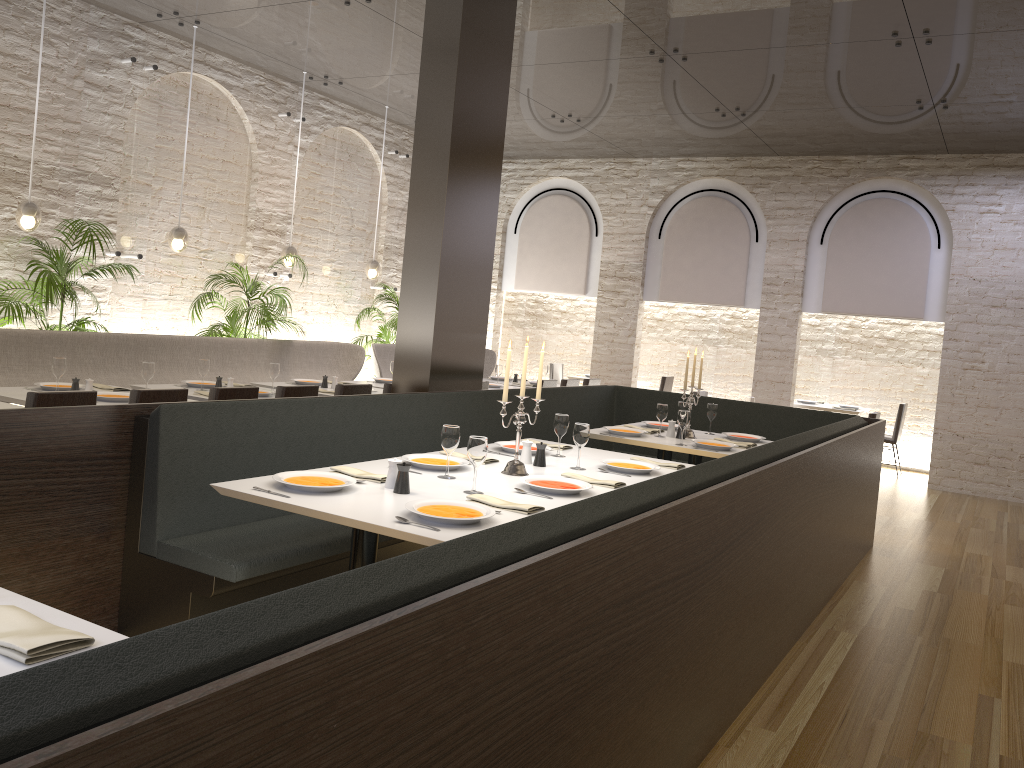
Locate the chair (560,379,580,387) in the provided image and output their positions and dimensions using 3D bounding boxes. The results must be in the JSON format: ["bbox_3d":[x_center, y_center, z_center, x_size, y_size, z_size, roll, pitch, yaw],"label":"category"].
[{"bbox_3d":[0.402,0.369,9.903,0.567,0.905,0.411,7,2,29],"label":"chair"}]

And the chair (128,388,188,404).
[{"bbox_3d":[-2.256,0.450,5.201,0.567,0.905,0.411,7,2,29],"label":"chair"}]

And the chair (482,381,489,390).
[{"bbox_3d":[-0.567,0.398,8.189,0.567,0.905,0.411,7,2,29],"label":"chair"}]

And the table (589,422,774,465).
[{"bbox_3d":[1.189,0.758,6.390,1.103,0.759,1.188,7,4,29],"label":"table"}]

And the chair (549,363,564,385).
[{"bbox_3d":[0.850,0.163,13.459,0.567,0.905,0.411,7,2,29],"label":"chair"}]

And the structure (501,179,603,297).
[{"bbox_3d":[0.622,-2.139,12.839,1.637,1.673,0.097,7,2,29],"label":"structure"}]

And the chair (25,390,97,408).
[{"bbox_3d":[-2.548,0.459,4.684,0.567,0.905,0.411,7,2,29],"label":"chair"}]

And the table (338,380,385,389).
[{"bbox_3d":[-1.042,0.395,8.657,0.938,0.759,1.010,7,4,29],"label":"table"}]

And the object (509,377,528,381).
[{"bbox_3d":[0.046,-0.059,11.021,0.273,0.033,0.142,7,4,29],"label":"object"}]

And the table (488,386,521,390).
[{"bbox_3d":[-0.499,0.378,9.618,0.938,0.759,1.010,7,4,29],"label":"table"}]

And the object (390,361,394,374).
[{"bbox_3d":[-1.135,-0.101,8.518,0.086,0.230,0.087,4,2,-31],"label":"object"}]

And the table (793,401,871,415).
[{"bbox_3d":[4.101,0.663,11.617,0.938,0.759,1.010,7,4,29],"label":"table"}]

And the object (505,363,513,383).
[{"bbox_3d":[-0.040,-0.134,10.454,0.086,0.230,0.087,4,2,-31],"label":"object"}]

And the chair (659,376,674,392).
[{"bbox_3d":[1.986,0.313,12.814,0.567,0.905,0.411,7,2,29],"label":"chair"}]

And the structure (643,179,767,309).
[{"bbox_3d":[2.579,-1.882,11.728,1.637,1.673,0.097,7,2,29],"label":"structure"}]

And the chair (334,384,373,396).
[{"bbox_3d":[-1.411,0.424,6.695,0.567,0.905,0.411,7,2,29],"label":"chair"}]

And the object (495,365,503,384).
[{"bbox_3d":[-0.151,-0.095,9.743,0.086,0.230,0.087,4,2,-31],"label":"object"}]

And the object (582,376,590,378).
[{"bbox_3d":[1.121,-0.101,13.107,0.185,0.010,0.017,7,4,29],"label":"object"}]

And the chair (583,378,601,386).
[{"bbox_3d":[0.686,0.360,10.406,0.567,0.905,0.411,7,2,29],"label":"chair"}]

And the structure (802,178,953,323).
[{"bbox_3d":[4.415,-1.640,10.685,1.637,1.673,0.097,7,2,29],"label":"structure"}]

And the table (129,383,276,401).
[{"bbox_3d":[-2.168,0.429,6.665,0.938,0.759,1.010,7,4,29],"label":"table"}]

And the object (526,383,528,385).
[{"bbox_3d":[0.232,0.008,10.310,0.182,0.015,0.038,8,4,31],"label":"object"}]

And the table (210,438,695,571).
[{"bbox_3d":[-0.069,0.796,4.165,1.103,0.759,2.538,7,4,29],"label":"table"}]

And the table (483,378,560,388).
[{"bbox_3d":[0.062,0.361,10.610,0.938,0.759,1.010,7,4,29],"label":"table"}]

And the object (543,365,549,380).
[{"bbox_3d":[0.403,-0.112,10.724,0.086,0.230,0.087,4,2,-31],"label":"object"}]

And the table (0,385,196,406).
[{"bbox_3d":[-2.739,0.447,5.654,0.938,0.759,1.010,7,4,29],"label":"table"}]

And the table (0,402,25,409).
[{"bbox_3d":[-3.312,0.464,4.641,0.938,0.759,1.010,7,4,29],"label":"table"}]

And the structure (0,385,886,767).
[{"bbox_3d":[-0.816,0.702,2.781,2.376,0.999,10.744,7,4,29],"label":"structure"}]

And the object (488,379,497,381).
[{"bbox_3d":[-0.233,-0.051,10.575,0.185,0.010,0.017,7,4,29],"label":"object"}]

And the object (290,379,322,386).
[{"bbox_3d":[-1.791,-0.012,7.806,0.322,0.036,0.322,6,4,7],"label":"object"}]

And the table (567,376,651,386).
[{"bbox_3d":[1.416,0.310,13.142,0.938,0.759,1.010,7,4,29],"label":"table"}]

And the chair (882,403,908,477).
[{"bbox_3d":[4.683,0.667,11.282,0.567,0.905,0.411,7,2,29],"label":"chair"}]

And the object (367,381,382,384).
[{"bbox_3d":[-1.336,-0.017,8.622,0.185,0.010,0.017,7,4,29],"label":"object"}]

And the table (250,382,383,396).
[{"bbox_3d":[-1.592,0.412,7.684,0.938,0.759,1.010,7,4,29],"label":"table"}]

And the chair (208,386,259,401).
[{"bbox_3d":[-1.980,0.442,5.689,0.567,0.905,0.411,7,2,29],"label":"chair"}]

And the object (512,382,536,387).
[{"bbox_3d":[0.148,0.010,10.154,0.273,0.033,0.142,7,4,29],"label":"object"}]

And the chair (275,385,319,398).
[{"bbox_3d":[-1.702,0.433,6.180,0.567,0.905,0.411,7,2,29],"label":"chair"}]

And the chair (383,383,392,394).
[{"bbox_3d":[-1.131,0.416,7.190,0.567,0.905,0.411,7,2,29],"label":"chair"}]

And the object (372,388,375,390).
[{"bbox_3d":[-1.327,0.049,7.540,0.322,0.036,0.322,6,4,7],"label":"object"}]

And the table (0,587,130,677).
[{"bbox_3d":[-1.882,0.852,0.957,1.103,0.759,2.538,7,4,29],"label":"table"}]

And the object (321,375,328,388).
[{"bbox_3d":[-1.610,-0.023,7.626,0.059,0.109,0.059,6,2,21],"label":"object"}]

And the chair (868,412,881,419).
[{"bbox_3d":[3.359,0.708,8.940,0.567,0.905,0.411,7,2,29],"label":"chair"}]

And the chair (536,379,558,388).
[{"bbox_3d":[0.126,0.377,9.415,0.567,0.905,0.411,7,2,29],"label":"chair"}]

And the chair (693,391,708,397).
[{"bbox_3d":[2.223,0.559,9.585,0.567,0.905,0.411,7,2,29],"label":"chair"}]

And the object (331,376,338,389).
[{"bbox_3d":[-1.526,-0.015,7.631,0.059,0.109,0.059,6,2,21],"label":"object"}]
